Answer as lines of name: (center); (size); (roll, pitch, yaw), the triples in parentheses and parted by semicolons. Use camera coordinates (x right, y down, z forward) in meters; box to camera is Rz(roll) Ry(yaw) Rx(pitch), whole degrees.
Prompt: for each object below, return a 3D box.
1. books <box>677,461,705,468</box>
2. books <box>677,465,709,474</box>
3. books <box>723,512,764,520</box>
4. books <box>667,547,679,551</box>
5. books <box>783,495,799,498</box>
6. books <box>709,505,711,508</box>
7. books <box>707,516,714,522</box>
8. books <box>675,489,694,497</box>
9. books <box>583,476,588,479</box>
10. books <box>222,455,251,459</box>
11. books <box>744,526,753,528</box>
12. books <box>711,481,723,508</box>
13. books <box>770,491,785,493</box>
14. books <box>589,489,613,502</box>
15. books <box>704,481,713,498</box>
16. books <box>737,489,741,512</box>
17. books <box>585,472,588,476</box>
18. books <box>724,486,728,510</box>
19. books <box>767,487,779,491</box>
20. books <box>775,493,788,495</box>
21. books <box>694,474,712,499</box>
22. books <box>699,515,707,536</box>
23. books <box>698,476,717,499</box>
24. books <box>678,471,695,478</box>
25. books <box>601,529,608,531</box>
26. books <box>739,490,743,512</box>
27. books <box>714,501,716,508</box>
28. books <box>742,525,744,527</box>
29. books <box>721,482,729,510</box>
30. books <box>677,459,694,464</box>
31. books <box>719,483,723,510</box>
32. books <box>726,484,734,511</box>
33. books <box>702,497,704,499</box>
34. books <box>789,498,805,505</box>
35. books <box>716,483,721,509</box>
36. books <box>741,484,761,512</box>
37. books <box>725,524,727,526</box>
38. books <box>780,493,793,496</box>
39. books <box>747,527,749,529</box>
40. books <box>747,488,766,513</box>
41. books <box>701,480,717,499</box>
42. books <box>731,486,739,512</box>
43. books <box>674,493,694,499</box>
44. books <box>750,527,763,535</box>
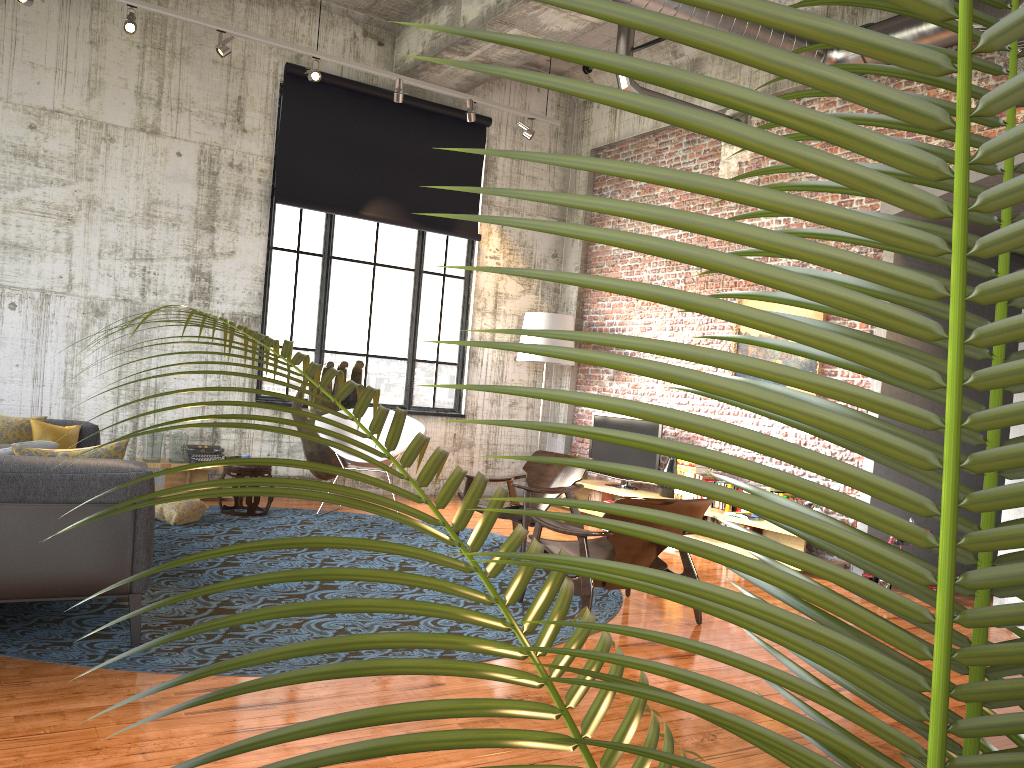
books: (1.814, 0.806, 8.884); (0.183, 0.034, 0.253); (5, 0, -32)
books: (1.813, 0.854, 8.884); (0.180, 0.060, 0.259); (5, 0, -32)
books: (2.089, 1.181, 7.973); (0.214, 0.040, 0.316); (5, 0, -32)
books: (1.528, 1.498, 8.134); (0.232, 0.017, 0.313); (5, 0, -17)
books: (2.467, 1.112, 7.867); (0.175, 0.240, 0.045); (4, 1, -33)
books: (1.974, 1.079, 8.553); (0.161, 0.223, 0.026); (4, 1, -32)
books: (1.925, 1.355, 8.449); (0.149, 0.215, 0.049); (4, 1, -32)
books: (1.797, 1.089, 8.888); (0.176, 0.053, 0.290); (5, 0, -32)
books: (0.701, 1.079, 10.433); (0.243, 0.037, 0.301); (5, 0, -40)
books: (-2.429, 0.678, 8.035); (0.228, 0.043, 0.300); (5, 0, 32)
books: (2.157, 1.384, 8.056); (0.138, 0.191, 0.026); (4, 1, -32)
books: (2.003, 1.067, 8.535); (0.183, 0.254, 0.034); (4, 1, -32)
books: (2.391, 1.097, 7.980); (0.180, 0.259, 0.060); (4, 1, -33)
books: (0.988, 1.289, 9.860); (0.174, 0.218, 0.232); (4, 1, -32)
books: (1.945, 1.069, 8.608); (0.175, 0.240, 0.045); (4, 1, -32)
books: (2.181, 1.085, 8.302); (0.160, 0.251, 0.026); (4, 2, -33)
books: (0.705, 1.042, 10.432); (0.301, 0.037, 0.243); (5, 0, 38)
books: (2.098, 1.085, 8.405); (0.168, 0.231, 0.037); (4, 1, -32)
books: (2.368, 1.079, 8.021); (0.176, 0.291, 0.036); (4, 2, -33)
books: (2.410, 1.103, 7.942); (0.160, 0.251, 0.026); (4, 2, -33)
books: (1.877, 1.038, 8.724); (0.176, 0.291, 0.044); (4, 2, -32)
books: (1.865, 1.334, 8.508); (0.153, 0.256, 0.088); (4, 1, -32)
books: (1.913, 1.044, 8.697); (0.198, 0.285, 0.040); (4, 1, -32)
books: (1.807, 0.912, 8.886); (0.171, 0.057, 0.246); (5, 0, -32)
books: (1.036, 1.432, 8.786); (0.300, 0.049, 0.422); (5, 0, -17)
books: (2.191, 1.100, 8.280); (0.161, 0.223, 0.026); (4, 1, -33)
books: (2.016, 1.083, 8.508); (0.161, 0.223, 0.027); (4, 1, -32)
books: (2.141, 1.383, 8.076); (0.138, 0.191, 0.026); (4, 1, -32)
books: (2.071, 1.069, 8.429); (0.180, 0.259, 0.034); (4, 1, -32)
books: (1.813, 0.772, 8.881); (0.183, 0.034, 0.253); (5, 0, -32)
books: (2.051, 1.072, 8.456); (0.160, 0.251, 0.032); (4, 2, -32)
books: (2.103, 1.074, 8.366); (0.183, 0.254, 0.034); (4, 1, -32)
books: (1.926, 1.076, 8.639); (0.161, 0.223, 0.026); (4, 1, -32)
books: (2.503, 1.119, 7.811); (0.168, 0.231, 0.037); (4, 1, -33)
books: (2.032, 1.072, 8.482); (0.171, 0.246, 0.032); (4, 1, -32)
books: (2.222, 1.069, 8.251); (0.176, 0.291, 0.053); (4, 2, -33)
books: (2.031, 1.386, 8.259); (0.122, 0.168, 0.020); (4, 1, -32)
books: (2.447, 1.104, 7.900); (0.183, 0.254, 0.034); (4, 1, -33)
books: (2.177, 1.390, 8.035); (0.132, 0.181, 0.034); (4, 1, -32)
books: (2.257, 1.090, 8.184); (0.183, 0.254, 0.034); (4, 1, -33)
books: (1.922, 1.062, 8.665); (0.160, 0.251, 0.026); (4, 2, -32)
books: (2.171, 1.068, 8.349); (0.198, 0.284, 0.065); (4, 1, -33)
books: (1.799, 1.148, 8.896); (0.198, 0.066, 0.284); (5, 0, -32)
books: (2.195, 1.386, 7.989); (0.138, 0.191, 0.026); (4, 1, -32)
